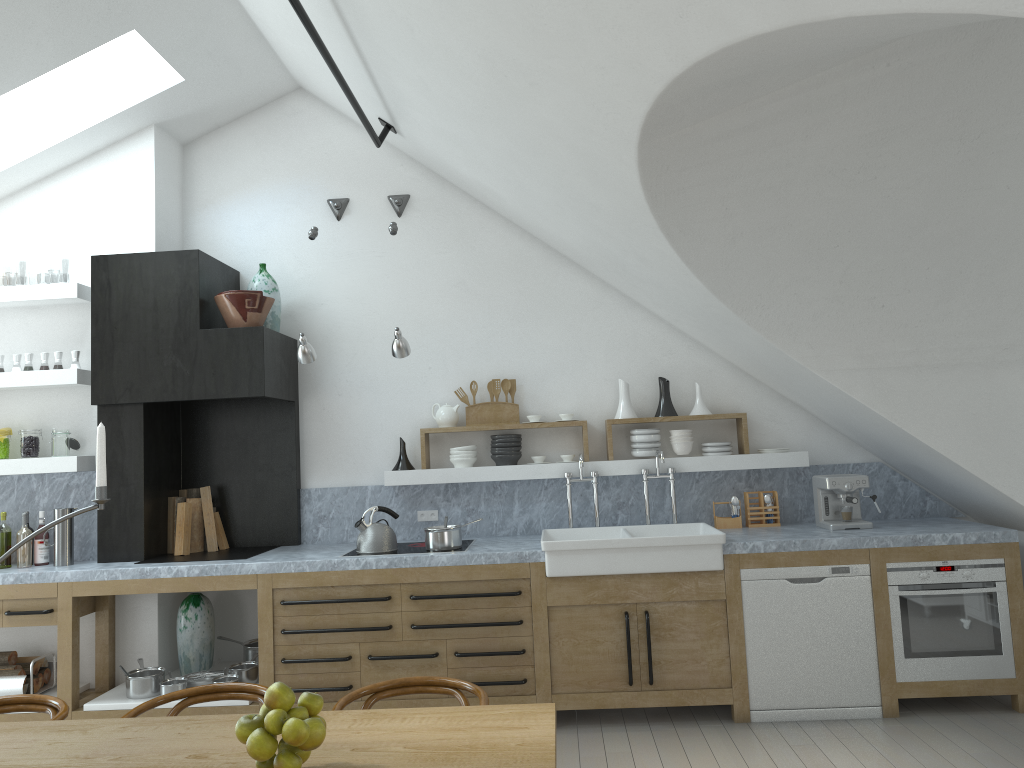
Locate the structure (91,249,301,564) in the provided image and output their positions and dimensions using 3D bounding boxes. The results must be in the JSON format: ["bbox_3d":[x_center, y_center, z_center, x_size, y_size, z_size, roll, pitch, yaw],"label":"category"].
[{"bbox_3d":[-2.010,0.139,5.701,1.075,1.890,0.778,-3,-6,3],"label":"structure"}]

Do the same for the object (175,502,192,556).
[{"bbox_3d":[-2.081,0.920,5.616,0.081,0.337,0.147,-2,-6,-7],"label":"object"}]

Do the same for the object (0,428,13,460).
[{"bbox_3d":[-3.210,0.375,5.544,0.163,0.200,0.127,-2,-5,-3],"label":"object"}]

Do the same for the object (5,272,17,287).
[{"bbox_3d":[-3.166,-0.651,5.604,0.071,0.099,0.071,1,-6,-33],"label":"object"}]

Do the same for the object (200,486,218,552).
[{"bbox_3d":[-1.956,0.877,5.763,0.147,0.428,0.078,-7,-7,37],"label":"object"}]

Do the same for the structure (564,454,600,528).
[{"bbox_3d":[0.482,0.700,5.546,0.214,0.531,0.331,-1,-6,-17],"label":"structure"}]

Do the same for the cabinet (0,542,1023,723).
[{"bbox_3d":[-0.401,1.563,5.369,6.427,1.025,1.001,-3,-5,3],"label":"cabinet"}]

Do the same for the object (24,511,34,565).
[{"bbox_3d":[-2.988,0.952,5.454,0.085,0.332,0.085,-4,-6,11],"label":"object"}]

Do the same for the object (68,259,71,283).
[{"bbox_3d":[-2.836,-0.705,5.639,0.054,0.179,0.054,-1,-6,-21],"label":"object"}]

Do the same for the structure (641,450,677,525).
[{"bbox_3d":[0.969,0.675,5.524,0.214,0.531,0.331,-1,-6,-17],"label":"structure"}]

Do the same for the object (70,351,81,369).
[{"bbox_3d":[-2.740,-0.148,5.565,0.068,0.124,0.063,-2,-5,-4],"label":"object"}]

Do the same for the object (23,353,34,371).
[{"bbox_3d":[-3.039,-0.133,5.572,0.068,0.124,0.063,-2,-5,-4],"label":"object"}]

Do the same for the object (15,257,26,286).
[{"bbox_3d":[-3.098,-0.700,5.590,0.063,0.187,0.063,0,-6,-29],"label":"object"}]

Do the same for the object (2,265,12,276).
[{"bbox_3d":[-3.248,-0.676,5.705,0.048,0.170,0.048,-4,-6,10],"label":"object"}]

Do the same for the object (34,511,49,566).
[{"bbox_3d":[-2.883,0.946,5.435,0.081,0.330,0.081,-6,-7,30],"label":"object"}]

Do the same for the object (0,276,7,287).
[{"bbox_3d":[-3.242,-0.639,5.635,0.077,0.085,0.077,-6,-6,35],"label":"object"}]

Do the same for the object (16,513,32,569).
[{"bbox_3d":[-2.937,0.944,5.339,0.085,0.332,0.085,-4,-6,11],"label":"object"}]

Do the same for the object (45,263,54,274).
[{"bbox_3d":[-2.971,-0.690,5.693,0.048,0.170,0.048,-4,-6,10],"label":"object"}]

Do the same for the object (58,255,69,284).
[{"bbox_3d":[-2.821,-0.714,5.578,0.063,0.187,0.063,0,-6,-29],"label":"object"}]

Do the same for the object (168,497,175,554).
[{"bbox_3d":[-2.192,0.908,5.712,0.057,0.360,0.074,-4,-6,17],"label":"object"}]

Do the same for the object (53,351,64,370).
[{"bbox_3d":[-2.851,-0.143,5.570,0.068,0.124,0.063,-2,-5,-4],"label":"object"}]

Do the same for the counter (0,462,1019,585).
[{"bbox_3d":[-0.366,0.743,5.470,6.574,0.621,0.959,-3,-5,3],"label":"counter"}]

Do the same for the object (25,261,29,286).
[{"bbox_3d":[-3.113,-0.691,5.651,0.054,0.179,0.054,-1,-6,-21],"label":"object"}]

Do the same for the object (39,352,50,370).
[{"bbox_3d":[-2.944,-0.137,5.582,0.068,0.124,0.063,-2,-5,-4],"label":"object"}]

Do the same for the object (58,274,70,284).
[{"bbox_3d":[-2.894,-0.656,5.682,0.094,0.094,0.093,-6,-6,35],"label":"object"}]

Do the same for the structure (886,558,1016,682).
[{"bbox_3d":[2.390,1.299,5.092,0.632,0.638,0.629,-3,-5,3],"label":"structure"}]

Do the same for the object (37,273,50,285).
[{"bbox_3d":[-2.965,-0.653,5.623,0.077,0.085,0.077,-6,-6,35],"label":"object"}]

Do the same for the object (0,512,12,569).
[{"bbox_3d":[-3.079,0.947,5.366,0.092,0.340,0.091,-5,-6,20],"label":"object"}]

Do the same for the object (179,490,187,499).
[{"bbox_3d":[-2.174,0.914,5.874,0.068,0.426,0.088,-4,-6,17],"label":"object"}]

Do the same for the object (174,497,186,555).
[{"bbox_3d":[-2.135,0.911,5.695,0.068,0.368,0.131,-4,-6,17],"label":"object"}]

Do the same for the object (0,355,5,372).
[{"bbox_3d":[-3.234,-0.122,5.596,0.068,0.124,0.063,-2,-5,-4],"label":"object"}]

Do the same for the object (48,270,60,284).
[{"bbox_3d":[-2.889,-0.665,5.592,0.071,0.099,0.071,1,-6,-33],"label":"object"}]

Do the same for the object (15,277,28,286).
[{"bbox_3d":[-3.171,-0.642,5.695,0.094,0.094,0.093,-6,-6,35],"label":"object"}]

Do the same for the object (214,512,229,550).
[{"bbox_3d":[-1.927,0.969,5.831,0.113,0.252,0.057,-3,-6,6],"label":"object"}]

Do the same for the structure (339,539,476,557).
[{"bbox_3d":[-0.611,1.015,5.386,0.737,0.041,0.646,-3,-4,3],"label":"structure"}]

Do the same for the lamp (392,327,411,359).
[{"bbox_3d":[-0.651,-0.237,5.194,0.112,0.177,0.168,-2,-5,-5],"label":"lamp"}]

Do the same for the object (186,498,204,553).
[{"bbox_3d":[-2.060,0.923,5.734,0.072,0.367,0.130,-5,-6,21],"label":"object"}]

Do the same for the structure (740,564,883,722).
[{"bbox_3d":[1.641,1.432,5.120,0.724,0.825,0.597,-3,-5,3],"label":"structure"}]

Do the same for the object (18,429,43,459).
[{"bbox_3d":[-3.010,0.372,5.537,0.120,0.183,0.120,-4,-6,17],"label":"object"}]

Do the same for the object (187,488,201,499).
[{"bbox_3d":[-2.101,0.922,5.861,0.089,0.460,0.110,-3,-6,3],"label":"object"}]

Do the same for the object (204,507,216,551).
[{"bbox_3d":[-2.008,0.965,5.855,0.105,0.297,0.110,0,-6,-22],"label":"object"}]

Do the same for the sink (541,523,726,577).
[{"bbox_3d":[0.689,0.971,5.227,1.020,0.202,0.725,-3,-4,3],"label":"sink"}]

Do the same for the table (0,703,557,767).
[{"bbox_3d":[-1.548,1.375,2.108,3.348,0.801,1.016,-3,-5,3],"label":"table"}]

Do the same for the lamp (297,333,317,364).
[{"bbox_3d":[-1.228,-0.204,5.223,0.115,0.179,0.164,-5,-5,21],"label":"lamp"}]

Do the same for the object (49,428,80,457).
[{"bbox_3d":[-2.795,0.364,5.529,0.103,0.178,0.207,-5,-5,25],"label":"object"}]

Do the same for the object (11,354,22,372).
[{"bbox_3d":[-3.123,-0.128,5.591,0.068,0.124,0.063,-2,-5,-4],"label":"object"}]

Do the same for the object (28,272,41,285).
[{"bbox_3d":[-3.044,-0.657,5.657,0.081,0.105,0.081,0,-6,-29],"label":"object"}]
